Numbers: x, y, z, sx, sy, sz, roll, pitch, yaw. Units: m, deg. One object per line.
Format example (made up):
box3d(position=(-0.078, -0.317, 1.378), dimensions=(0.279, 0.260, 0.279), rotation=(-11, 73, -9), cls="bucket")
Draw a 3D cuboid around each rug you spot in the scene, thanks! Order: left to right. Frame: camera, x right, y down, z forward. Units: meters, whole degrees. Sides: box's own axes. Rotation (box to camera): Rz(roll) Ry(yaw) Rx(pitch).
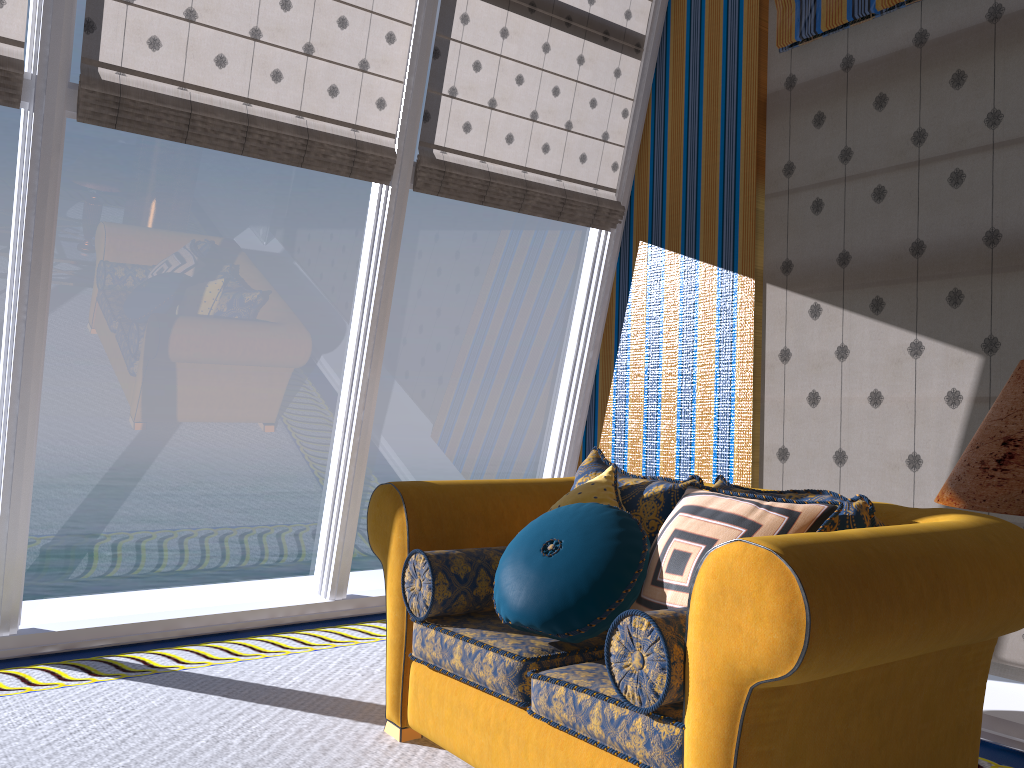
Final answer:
box3d(position=(0.327, 1.110, 1.411), dimensions=(3.632, 0.011, 6.192), rotation=(3, -3, -37), cls="rug")

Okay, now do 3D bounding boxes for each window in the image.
box3d(position=(-5.280, -2.020, 0.524), dimensions=(15.629, 5.854, 1.602), rotation=(3, -2, -37), cls="window")

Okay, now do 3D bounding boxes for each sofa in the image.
box3d(position=(0.402, 0.743, 2.619), dimensions=(1.022, 0.854, 1.829), rotation=(3, -3, -35), cls="sofa")

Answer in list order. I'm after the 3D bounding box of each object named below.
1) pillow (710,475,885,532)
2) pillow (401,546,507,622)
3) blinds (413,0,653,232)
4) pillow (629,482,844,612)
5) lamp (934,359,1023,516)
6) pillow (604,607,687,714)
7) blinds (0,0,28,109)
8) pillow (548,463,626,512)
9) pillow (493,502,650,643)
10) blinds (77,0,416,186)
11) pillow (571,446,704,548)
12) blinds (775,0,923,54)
box3d(position=(0.699, 0.573, 2.452), dimensions=(0.343, 0.609, 0.608), rotation=(3, -2, -32), cls="pillow")
box3d(position=(-0.137, 0.626, 2.826), dimensions=(0.381, 0.219, 0.213), rotation=(3, -2, -32), cls="pillow")
box3d(position=(0.371, -2.607, 4.442), dimensions=(1.379, 3.393, 0.865), rotation=(3, -2, -37), cls="blinds")
box3d(position=(0.546, 0.505, 2.325), dimensions=(0.331, 0.455, 0.516), rotation=(3, -3, -37), cls="pillow")
box3d(position=(0.847, 0.357, 1.271), dimensions=(0.441, 0.783, 0.451), rotation=(0, -2, 38), cls="lamp")
box3d(position=(0.423, 0.609, 2.024), dimensions=(0.376, 0.219, 0.213), rotation=(3, -2, -32), cls="pillow")
box3d(position=(-2.066, -2.753, 2.597), dimensions=(1.379, 3.393, 0.865), rotation=(3, -2, -37), cls="blinds")
box3d(position=(0.248, 0.497, 2.786), dimensions=(0.234, 0.491, 0.605), rotation=(3, -2, -31), cls="pillow")
box3d(position=(0.162, 0.524, 2.497), dimensions=(0.458, 0.367, 0.393), rotation=(1, -2, 14), cls="pillow")
box3d(position=(-0.824, -2.679, 3.538), dimensions=(1.379, 3.393, 0.865), rotation=(3, -2, -37), cls="blinds")
box3d(position=(0.344, 0.550, 2.917), dimensions=(0.357, 0.672, 0.595), rotation=(3, -2, -29), cls="pillow")
box3d(position=(2.079, -3.112, 3.266), dimensions=(0.153, 2.989, 2.633), rotation=(3, -2, -37), cls="blinds")
